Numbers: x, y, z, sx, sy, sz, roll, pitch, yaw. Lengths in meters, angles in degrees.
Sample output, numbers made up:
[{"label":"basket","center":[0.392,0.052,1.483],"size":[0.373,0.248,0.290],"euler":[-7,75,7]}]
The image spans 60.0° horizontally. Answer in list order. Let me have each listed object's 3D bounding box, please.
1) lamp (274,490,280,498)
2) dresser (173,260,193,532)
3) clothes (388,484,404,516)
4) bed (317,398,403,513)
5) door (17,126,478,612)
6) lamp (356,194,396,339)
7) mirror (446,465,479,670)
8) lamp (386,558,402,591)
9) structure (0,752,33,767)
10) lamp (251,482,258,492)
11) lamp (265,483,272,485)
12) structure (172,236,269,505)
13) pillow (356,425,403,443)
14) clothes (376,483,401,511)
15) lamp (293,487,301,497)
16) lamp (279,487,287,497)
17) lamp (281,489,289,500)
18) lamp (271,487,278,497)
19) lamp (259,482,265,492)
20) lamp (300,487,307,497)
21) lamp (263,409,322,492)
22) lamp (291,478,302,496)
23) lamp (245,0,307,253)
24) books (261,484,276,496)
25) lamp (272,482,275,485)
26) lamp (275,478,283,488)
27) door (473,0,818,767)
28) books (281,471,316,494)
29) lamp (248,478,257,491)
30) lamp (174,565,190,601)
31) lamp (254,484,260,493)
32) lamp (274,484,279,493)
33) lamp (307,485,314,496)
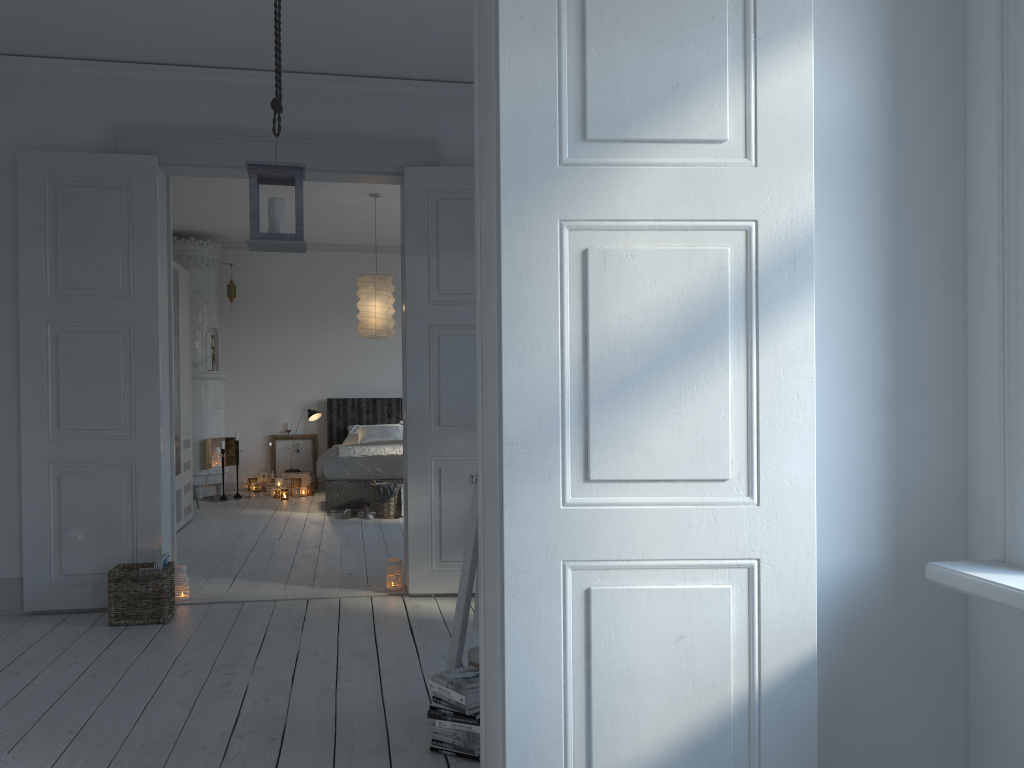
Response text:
[{"label":"lamp","center":[-2.492,1.192,9.370],"size":[0.067,0.078,0.070],"euler":[0,0,31]},{"label":"dresser","center":[-2.989,0.121,7.061],"size":[0.630,2.163,1.432],"euler":[0,0,-11]},{"label":"clothes","center":[-1.071,1.042,7.925],"size":[0.283,0.288,0.235],"euler":[0,0,29]},{"label":"bed","center":[-1.101,0.693,9.334],"size":[1.888,1.046,2.176],"euler":[0,0,-11]},{"label":"door","center":[-1.234,-0.068,4.892],"size":[2.598,2.505,0.577],"euler":[0,1,-11]},{"label":"lamp","center":[-1.171,-0.999,7.640],"size":[0.338,1.231,0.340],"euler":[0,1,21]},{"label":"mirror","center":[0.082,0.405,3.017],"size":[0.417,1.489,0.610],"euler":[0,1,44]},{"label":"lamp","center":[-0.671,1.083,4.997],"size":[0.089,0.166,0.089],"euler":[0,0,-18]},{"label":"structure","center":[-1.943,-0.163,2.244],"size":[0.800,2.828,1.247],"euler":[0,1,34]},{"label":"lamp","center":[-2.910,1.192,9.996],"size":[0.080,0.098,0.080],"euler":[0,0,-39]},{"label":"lamp","center":[-2.739,1.190,9.955],"size":[0.080,0.098,0.080],"euler":[0,0,-39]},{"label":"structure","center":[-3.292,-0.095,9.495],"size":[1.248,2.836,0.800],"euler":[0,1,34]},{"label":"pillow","center":[-1.149,0.586,9.760],"size":[1.146,0.225,0.415],"euler":[0,0,-18]},{"label":"clothes","center":[-1.094,1.028,7.883],"size":[0.246,0.270,0.297],"euler":[0,0,-10]},{"label":"lamp","center":[-2.302,1.181,9.464],"size":[0.081,0.098,0.080],"euler":[0,0,24]},{"label":"lamp","center":[-2.451,1.183,9.476],"size":[0.081,0.098,0.080],"euler":[0,0,24]},{"label":"lamp","center":[-2.378,1.177,9.254],"size":[0.081,0.106,0.081],"euler":[0,0,-34]},{"label":"lamp","center":[-2.540,1.184,9.465],"size":[0.081,0.098,0.080],"euler":[0,0,24]},{"label":"lamp","center":[-2.819,1.191,9.991],"size":[0.080,0.098,0.080],"euler":[0,0,-39]},{"label":"lamp","center":[-2.246,1.181,9.531],"size":[0.081,0.098,0.080],"euler":[0,0,24]},{"label":"lamp","center":[-2.479,0.769,9.870],"size":[0.825,0.936,0.450],"euler":[0,0,7]},{"label":"lamp","center":[-2.336,1.138,9.571],"size":[0.117,0.188,0.121],"euler":[0,0,32]},{"label":"lamp","center":[-0.945,-1.420,3.565],"size":[0.228,1.762,0.228],"euler":[0,1,-14]},{"label":"books","center":[-2.667,1.189,9.717],"size":[0.175,0.096,0.262],"euler":[0,0,-16]},{"label":"lamp","center":[-2.670,1.189,10.012],"size":[0.080,0.098,0.080],"euler":[0,0,36]},{"label":"lamp","center":[-2.494,1.085,9.472],"size":[0.081,0.098,0.080],"euler":[0,0,33]},{"label":"door","center":[-0.681,-0.098,1.928],"size":[2.598,2.505,0.577],"euler":[0,1,-11]},{"label":"books","center":[-2.384,1.119,9.898],"size":[0.346,0.232,0.245],"euler":[0,0,-2]},{"label":"lamp","center":[-2.955,1.172,10.084],"size":[0.107,0.141,0.108],"euler":[0,0,-38]},{"label":"lamp","center":[-1.792,1.088,4.777],"size":[0.093,0.180,0.093],"euler":[0,0,-28]},{"label":"lamp","center":[-2.858,1.194,9.893],"size":[0.063,0.091,0.073],"euler":[0,0,22]},{"label":"lamp","center":[-2.617,1.188,9.891],"size":[0.080,0.098,0.080],"euler":[0,0,-39]},{"label":"lamp","center":[-2.192,1.177,9.609],"size":[0.080,0.107,0.080],"euler":[-1,0,-38]}]
